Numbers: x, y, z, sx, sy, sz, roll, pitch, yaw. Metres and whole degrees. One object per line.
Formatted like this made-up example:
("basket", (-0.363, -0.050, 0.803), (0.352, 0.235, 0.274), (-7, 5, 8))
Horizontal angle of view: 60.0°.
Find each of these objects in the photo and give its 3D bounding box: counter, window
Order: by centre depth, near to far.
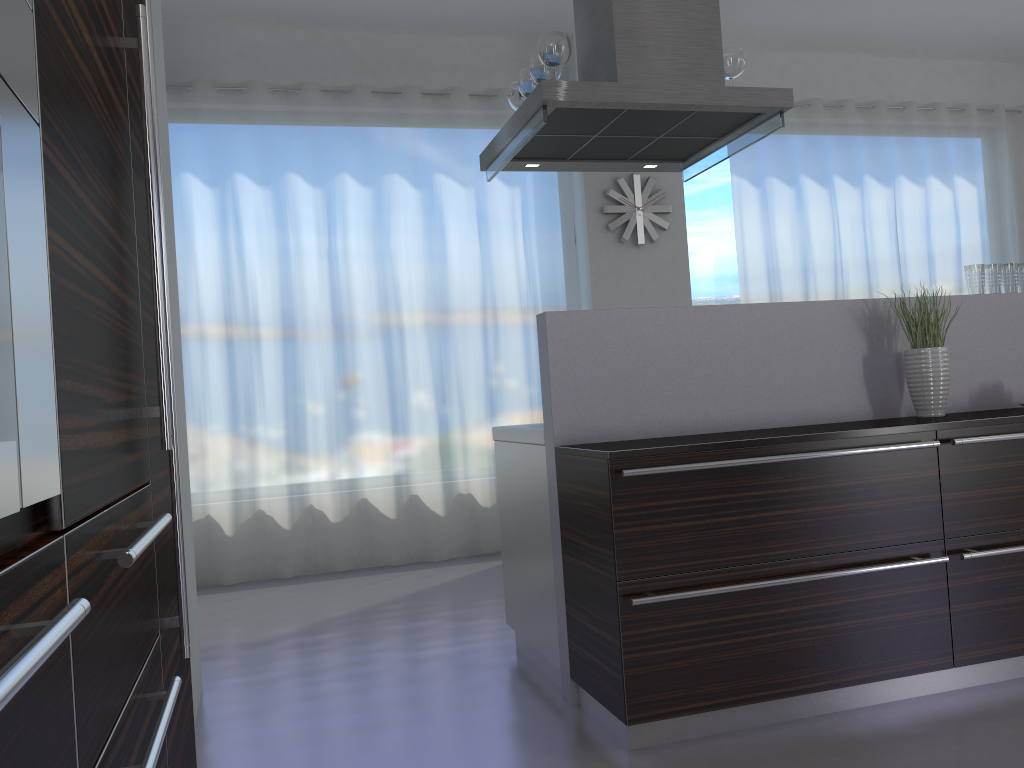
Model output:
("counter", (1.686, 0.316, 3.539), (3.291, 1.300, 1.302), (-4, -1, -16))
("window", (2.621, -0.787, 6.953), (3.000, 2.500, 0.100), (-4, -1, -16))

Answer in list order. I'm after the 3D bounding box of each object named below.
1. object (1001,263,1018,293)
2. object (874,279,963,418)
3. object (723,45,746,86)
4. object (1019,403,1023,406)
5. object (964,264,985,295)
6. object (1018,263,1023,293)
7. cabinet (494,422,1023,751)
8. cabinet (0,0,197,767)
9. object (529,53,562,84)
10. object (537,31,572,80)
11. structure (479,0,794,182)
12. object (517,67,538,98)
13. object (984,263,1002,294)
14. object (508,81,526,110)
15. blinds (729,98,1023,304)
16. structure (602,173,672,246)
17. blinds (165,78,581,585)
("object", (1.968, -0.415, 3.513), (0.072, 0.119, 0.071), (-4, -1, 24))
("object", (1.486, -0.133, 3.160), (0.269, 0.502, 0.247), (-4, -1, -15))
("object", (0.853, -1.193, 3.456), (0.125, 0.221, 0.125), (-4, -1, 9))
("object", (2.002, 0.075, 3.231), (0.232, 0.020, 0.232), (-4, -1, -7))
("object", (1.813, -0.405, 3.470), (0.071, 0.119, 0.072), (-5, -1, 34))
("object", (2.046, -0.419, 3.535), (0.072, 0.119, 0.071), (-4, -1, 24))
("cabinet", (1.702, 0.540, 3.524), (3.285, 0.852, 1.377), (-4, -1, -16))
("cabinet", (-0.695, -0.179, 0.546), (0.669, 2.500, 3.600), (-4, -1, -16))
("object", (0.132, -1.145, 3.391), (0.125, 0.221, 0.125), (-4, -1, 9))
("object", (0.158, -1.150, 3.216), (0.125, 0.221, 0.125), (-4, -1, 9))
("structure", (0.416, -1.536, 3.610), (0.981, 1.231, 0.915), (-4, -1, -16))
("object", (0.089, -1.139, 3.543), (0.125, 0.221, 0.125), (-4, -1, 9))
("object", (1.890, -0.410, 3.492), (0.072, 0.119, 0.071), (-4, -1, 24))
("object", (0.049, -1.134, 3.684), (0.125, 0.221, 0.125), (-4, -1, 9))
("blinds", (3.034, -0.630, 6.830), (2.830, 3.112, 0.120), (-4, -1, -16))
("structure", (0.870, -1.206, 6.127), (0.505, 0.505, 0.076), (-4, -1, -16))
("blinds", (-1.065, -0.373, 5.673), (3.245, 3.112, 0.120), (-4, -1, -16))
